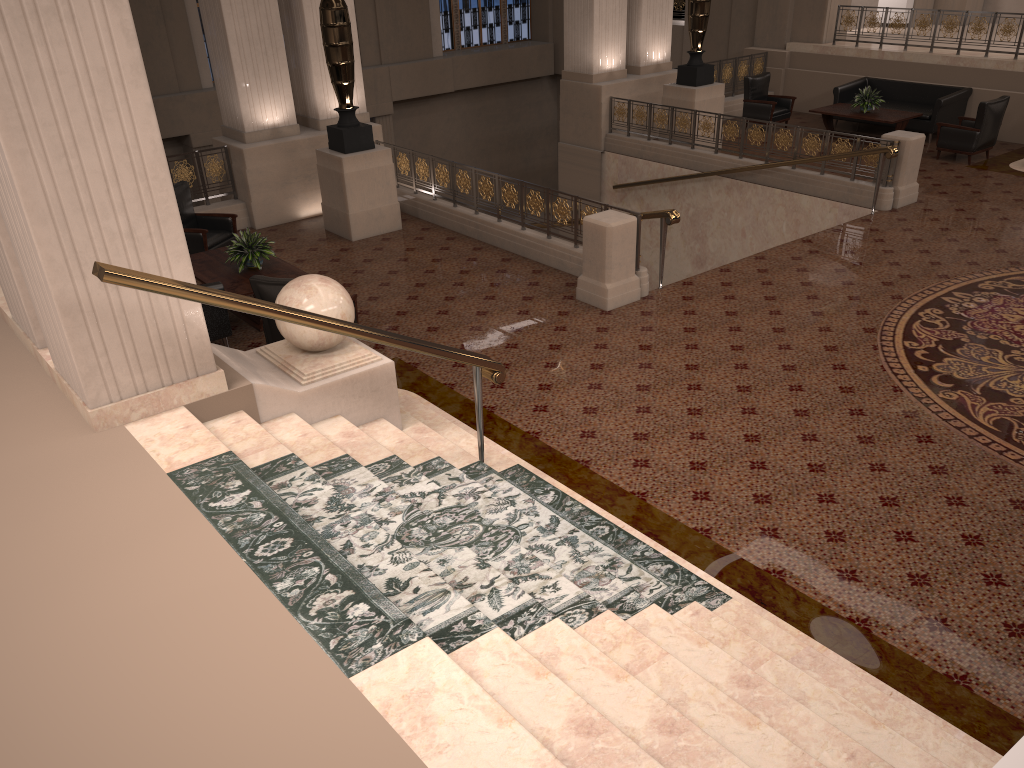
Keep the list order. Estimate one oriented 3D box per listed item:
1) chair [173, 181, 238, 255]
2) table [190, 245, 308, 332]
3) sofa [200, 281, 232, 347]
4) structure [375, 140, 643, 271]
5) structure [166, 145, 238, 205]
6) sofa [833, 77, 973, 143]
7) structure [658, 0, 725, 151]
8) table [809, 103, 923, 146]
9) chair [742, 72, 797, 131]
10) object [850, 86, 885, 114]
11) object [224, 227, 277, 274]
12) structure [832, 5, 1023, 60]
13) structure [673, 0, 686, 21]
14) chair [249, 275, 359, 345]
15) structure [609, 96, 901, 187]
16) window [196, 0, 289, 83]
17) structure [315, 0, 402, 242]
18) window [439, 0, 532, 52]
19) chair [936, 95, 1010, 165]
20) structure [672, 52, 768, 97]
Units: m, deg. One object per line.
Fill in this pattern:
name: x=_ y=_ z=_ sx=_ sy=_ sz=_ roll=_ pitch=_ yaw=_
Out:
chair: x=-3.512 y=-1.737 z=9.789 sx=0.714 sy=0.888 sz=0.618 roll=7 pitch=31 yaw=16
table: x=-2.639 y=-0.938 z=8.653 sx=0.822 sy=0.459 sz=1.431 roll=-23 pitch=34 yaw=-32
sofa: x=-3.369 y=-0.784 z=8.120 sx=0.857 sy=0.745 sz=1.865 roll=-23 pitch=34 yaw=-32
structure: x=-0.263 y=-2.163 z=10.099 sx=0.077 sy=0.566 sz=4.787 roll=-24 pitch=35 yaw=-32
structure: x=-4.505 y=-2.272 z=10.415 sx=2.485 sy=0.689 sz=0.031 roll=-21 pitch=36 yaw=-31
sofa: x=6.239 y=-4.460 z=14.282 sx=0.857 sy=0.745 sz=1.865 roll=-23 pitch=34 yaw=-32
structure: x=2.759 y=-4.966 z=13.189 sx=0.686 sy=2.934 sz=0.679 roll=-23 pitch=37 yaw=-31
table: x=5.524 y=-4.062 z=13.889 sx=0.822 sy=0.459 sz=1.431 roll=-23 pitch=34 yaw=-32
chair: x=4.292 y=-4.725 z=14.798 sx=0.632 sy=0.888 sz=0.699 roll=-27 pitch=38 yaw=-36
object: x=5.506 y=-4.421 z=13.652 sx=0.501 sy=0.396 sz=0.499 roll=-5 pitch=29 yaw=-4
object: x=-2.505 y=-1.298 z=8.406 sx=0.501 sy=0.396 sz=0.499 roll=-5 pitch=29 yaw=-4
structure: x=6.800 y=-5.672 z=14.171 sx=0.031 sy=0.658 sz=3.584 roll=-25 pitch=35 yaw=-32
structure: x=2.916 y=-7.975 z=18.511 sx=0.030 sy=0.704 sz=2.091 roll=-25 pitch=35 yaw=-32
chair: x=-1.708 y=-0.574 z=7.435 sx=0.646 sy=0.888 sz=0.683 roll=4 pitch=30 yaw=11
structure: x=3.063 y=-3.436 z=12.232 sx=0.077 sy=0.566 sz=4.792 roll=-25 pitch=35 yaw=-33
window: x=-4.963 y=-8.704 z=16.457 sx=2.929 sy=5.639 sz=0.067 roll=-22 pitch=36 yaw=-30
structure: x=-1.900 y=-3.183 z=10.201 sx=0.686 sy=2.934 sz=0.679 roll=-23 pitch=37 yaw=-31
window: x=-0.815 y=-10.292 z=19.118 sx=2.929 sy=5.639 sz=0.067 roll=-22 pitch=36 yaw=-30
chair: x=6.534 y=-3.642 z=12.557 sx=0.635 sy=0.888 sz=0.696 roll=-23 pitch=36 yaw=-32
structure: x=3.701 y=-5.412 z=15.678 sx=2.485 sy=0.689 sz=0.031 roll=-21 pitch=36 yaw=-31
